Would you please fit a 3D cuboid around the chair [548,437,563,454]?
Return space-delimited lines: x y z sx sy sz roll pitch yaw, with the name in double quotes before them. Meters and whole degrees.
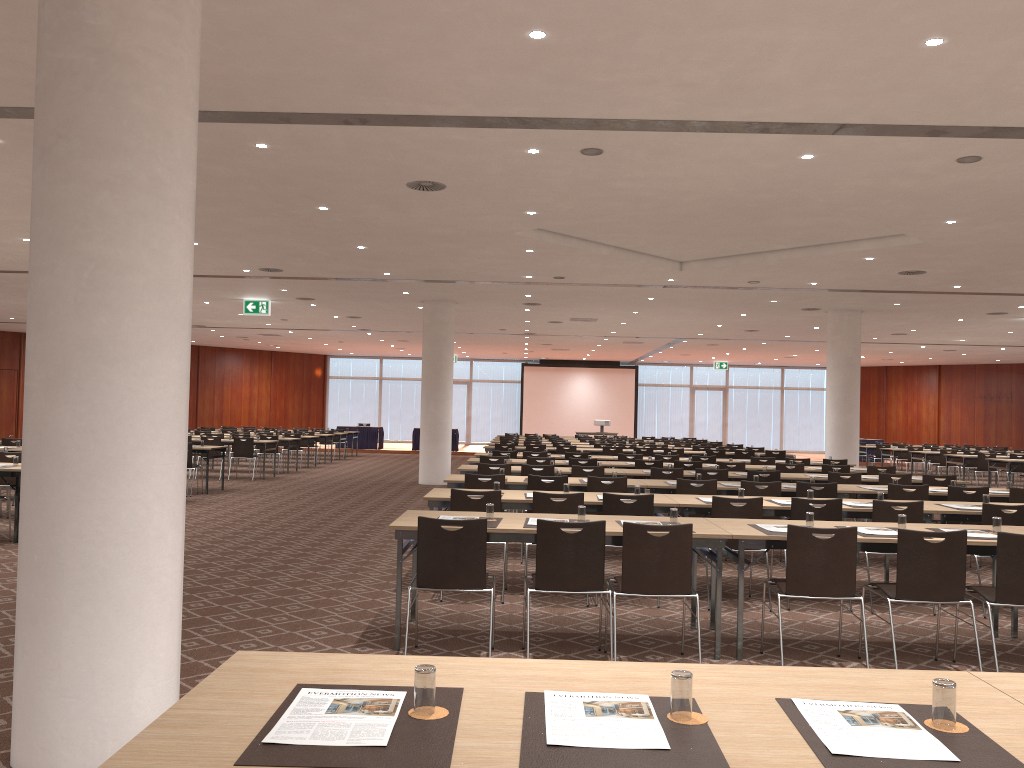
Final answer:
"chair" 1.252 1.985 25.207 0.535 0.939 0.614 1 -1 3

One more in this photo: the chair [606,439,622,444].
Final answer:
"chair" 2.861 2.024 25.185 0.535 0.939 0.614 1 -1 -1

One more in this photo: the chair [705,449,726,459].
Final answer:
"chair" 4.352 1.864 19.165 0.535 0.939 0.614 1 -1 -1

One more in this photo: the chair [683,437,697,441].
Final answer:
"chair" 5.805 2.225 29.108 0.535 0.939 0.614 1 -1 3

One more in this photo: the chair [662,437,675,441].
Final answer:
"chair" 5.106 2.211 29.195 0.535 0.939 0.614 1 -1 0

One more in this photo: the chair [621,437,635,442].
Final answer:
"chair" 3.525 2.105 27.140 0.535 0.939 0.614 1 -1 3

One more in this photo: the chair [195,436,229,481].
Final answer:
"chair" -6.487 1.598 19.236 0.535 0.939 0.614 1 -1 0

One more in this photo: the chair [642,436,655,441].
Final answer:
"chair" 4.452 2.193 29.127 0.535 0.939 0.614 1 -1 0

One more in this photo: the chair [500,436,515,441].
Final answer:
"chair" -0.139 1.950 25.192 0.535 0.939 0.614 1 -1 2

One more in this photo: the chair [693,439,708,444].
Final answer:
"chair" 5.726 2.159 27.144 0.535 0.939 0.614 1 -1 1

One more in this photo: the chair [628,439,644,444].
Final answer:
"chair" 3.494 2.041 25.218 0.535 0.939 0.614 1 -1 -2

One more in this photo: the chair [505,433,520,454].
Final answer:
"chair" -0.013 2.086 29.224 0.535 0.939 0.614 1 -1 3

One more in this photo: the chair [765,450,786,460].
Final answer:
"chair" 5.657 1.897 19.189 0.535 0.939 0.614 1 -1 3

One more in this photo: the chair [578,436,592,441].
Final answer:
"chair" 2.230 2.076 27.235 0.535 0.939 0.614 1 -1 3

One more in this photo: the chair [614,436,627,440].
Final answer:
"chair" 3.562 2.174 29.216 0.535 0.939 0.614 1 -1 3

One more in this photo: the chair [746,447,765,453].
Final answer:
"chair" 5.745 1.962 21.110 0.535 0.939 0.614 1 -1 3

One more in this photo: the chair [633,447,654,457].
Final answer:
"chair" 2.817 1.828 19.228 0.535 0.939 0.614 1 -1 0

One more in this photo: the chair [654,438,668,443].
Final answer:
"chair" 4.537 2.132 27.203 0.535 0.939 0.614 1 -1 3

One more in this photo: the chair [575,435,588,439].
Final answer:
"chair" 2.273 2.141 29.192 0.535 0.939 0.614 1 -1 2

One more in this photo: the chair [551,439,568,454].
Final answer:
"chair" 1.223 1.918 23.173 0.535 0.939 0.614 1 -1 -2

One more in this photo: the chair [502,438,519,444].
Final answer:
"chair" -0.056 1.889 23.268 0.535 0.939 0.614 1 -1 -2

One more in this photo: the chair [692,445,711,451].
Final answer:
"chair" 4.470 1.931 21.128 0.535 0.939 0.614 1 -1 -1

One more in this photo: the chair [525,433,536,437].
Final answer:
"chair" 0.632 2.103 29.257 0.535 0.939 0.614 1 -1 2

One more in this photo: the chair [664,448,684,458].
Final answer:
"chair" 3.461 1.841 19.142 0.535 0.939 0.614 1 -1 2

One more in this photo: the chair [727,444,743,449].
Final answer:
"chair" 5.769 2.029 23.144 0.535 0.939 0.614 1 -1 0

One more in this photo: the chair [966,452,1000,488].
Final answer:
"chair" 11.228 2.098 21.127 0.535 0.939 0.614 1 -1 2

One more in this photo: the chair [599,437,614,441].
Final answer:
"chair" 2.876 2.090 27.184 0.535 0.939 0.614 1 -1 4

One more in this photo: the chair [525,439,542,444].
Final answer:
"chair" 0.562 1.903 23.217 0.535 0.939 0.614 1 -1 4

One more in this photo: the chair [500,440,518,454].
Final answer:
"chair" -0.074 1.822 21.226 0.535 0.939 0.614 1 -1 1

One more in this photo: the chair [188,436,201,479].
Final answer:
"chair" -7.158 1.587 19.385 0.535 0.939 0.614 1 -1 4

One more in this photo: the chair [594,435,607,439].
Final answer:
"chair" 2.888 2.155 29.149 0.535 0.939 0.614 1 -1 0

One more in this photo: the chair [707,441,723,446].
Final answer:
"chair" 5.703 2.092 25.110 0.535 0.939 0.614 1 -1 2

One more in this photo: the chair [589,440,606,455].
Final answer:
"chair" 2.221 1.943 23.194 0.535 0.939 0.614 1 -1 2

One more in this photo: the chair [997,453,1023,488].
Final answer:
"chair" 11.904 2.110 20.977 0.535 0.939 0.614 1 -1 3

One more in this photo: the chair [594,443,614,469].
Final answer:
"chair" 2.151 1.875 21.161 0.535 0.939 0.614 1 -1 1

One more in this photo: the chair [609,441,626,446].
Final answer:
"chair" 2.748 1.957 23.229 0.535 0.939 0.614 1 -1 1

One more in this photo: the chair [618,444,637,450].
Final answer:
"chair" 2.727 1.890 21.187 0.535 0.939 0.614 1 -1 0

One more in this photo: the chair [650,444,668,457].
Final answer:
"chair" 3.474 1.910 21.219 0.535 0.939 0.614 1 -1 -1

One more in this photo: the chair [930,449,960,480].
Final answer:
"chair" 11.300 2.165 23.126 0.535 0.939 0.614 1 -1 0

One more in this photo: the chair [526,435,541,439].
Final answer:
"chair" 0.640 2.035 27.181 0.535 0.939 0.614 1 -1 0

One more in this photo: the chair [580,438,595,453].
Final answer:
"chair" 2.126 2.005 25.160 0.535 0.939 0.614 1 -1 2

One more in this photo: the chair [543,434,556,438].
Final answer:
"chair" 1.210 2.114 29.172 0.535 0.939 0.614 1 -1 -1

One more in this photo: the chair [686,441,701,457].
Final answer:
"chair" 5.100 2.079 25.153 0.535 0.939 0.614 1 -1 -2

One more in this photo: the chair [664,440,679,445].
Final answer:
"chair" 4.487 2.063 25.127 0.535 0.939 0.614 1 -1 1

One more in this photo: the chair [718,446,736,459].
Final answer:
"chair" 5.078 1.947 21.154 0.535 0.939 0.614 1 -1 0

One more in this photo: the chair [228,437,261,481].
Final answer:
"chair" -5.807 1.618 19.307 0.535 0.939 0.614 1 -1 -1

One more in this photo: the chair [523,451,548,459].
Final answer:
"chair" 0.391 1.652 15.686 0.535 0.939 0.614 1 -1 -1

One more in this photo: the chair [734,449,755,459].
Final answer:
"chair" 4.966 1.878 19.121 0.535 0.939 0.614 1 -1 -1

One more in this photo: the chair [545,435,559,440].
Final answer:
"chair" 1.221 2.050 27.207 0.535 0.939 0.614 1 -1 4

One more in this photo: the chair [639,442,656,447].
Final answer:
"chair" 3.493 1.973 23.141 0.535 0.939 0.614 1 -1 0

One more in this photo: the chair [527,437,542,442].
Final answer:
"chair" 0.631 1.972 25.258 0.535 0.939 0.614 1 -1 1

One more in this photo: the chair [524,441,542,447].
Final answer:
"chair" 0.492 1.835 21.184 0.535 0.939 0.614 1 -1 3

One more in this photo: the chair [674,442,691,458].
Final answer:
"chair" 4.438 1.998 23.205 0.535 0.939 0.614 1 -1 2

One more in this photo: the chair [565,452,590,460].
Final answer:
"chair" 1.143 1.673 15.752 0.535 0.939 0.614 1 -1 2

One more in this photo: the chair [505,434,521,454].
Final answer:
"chair" -0.006 2.022 27.267 0.535 0.939 0.614 1 -1 -2

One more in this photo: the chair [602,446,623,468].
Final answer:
"chair" 2.157 1.811 19.195 0.535 0.939 0.614 1 -1 2

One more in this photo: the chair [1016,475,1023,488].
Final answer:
"chair" 11.213 2.028 18.987 0.535 0.939 0.614 1 -1 3

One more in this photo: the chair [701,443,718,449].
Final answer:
"chair" 5.102 2.012 23.119 0.535 0.939 0.614 1 -1 3

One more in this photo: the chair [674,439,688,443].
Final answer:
"chair" 5.135 2.144 27.118 0.535 0.939 0.614 1 -1 1
